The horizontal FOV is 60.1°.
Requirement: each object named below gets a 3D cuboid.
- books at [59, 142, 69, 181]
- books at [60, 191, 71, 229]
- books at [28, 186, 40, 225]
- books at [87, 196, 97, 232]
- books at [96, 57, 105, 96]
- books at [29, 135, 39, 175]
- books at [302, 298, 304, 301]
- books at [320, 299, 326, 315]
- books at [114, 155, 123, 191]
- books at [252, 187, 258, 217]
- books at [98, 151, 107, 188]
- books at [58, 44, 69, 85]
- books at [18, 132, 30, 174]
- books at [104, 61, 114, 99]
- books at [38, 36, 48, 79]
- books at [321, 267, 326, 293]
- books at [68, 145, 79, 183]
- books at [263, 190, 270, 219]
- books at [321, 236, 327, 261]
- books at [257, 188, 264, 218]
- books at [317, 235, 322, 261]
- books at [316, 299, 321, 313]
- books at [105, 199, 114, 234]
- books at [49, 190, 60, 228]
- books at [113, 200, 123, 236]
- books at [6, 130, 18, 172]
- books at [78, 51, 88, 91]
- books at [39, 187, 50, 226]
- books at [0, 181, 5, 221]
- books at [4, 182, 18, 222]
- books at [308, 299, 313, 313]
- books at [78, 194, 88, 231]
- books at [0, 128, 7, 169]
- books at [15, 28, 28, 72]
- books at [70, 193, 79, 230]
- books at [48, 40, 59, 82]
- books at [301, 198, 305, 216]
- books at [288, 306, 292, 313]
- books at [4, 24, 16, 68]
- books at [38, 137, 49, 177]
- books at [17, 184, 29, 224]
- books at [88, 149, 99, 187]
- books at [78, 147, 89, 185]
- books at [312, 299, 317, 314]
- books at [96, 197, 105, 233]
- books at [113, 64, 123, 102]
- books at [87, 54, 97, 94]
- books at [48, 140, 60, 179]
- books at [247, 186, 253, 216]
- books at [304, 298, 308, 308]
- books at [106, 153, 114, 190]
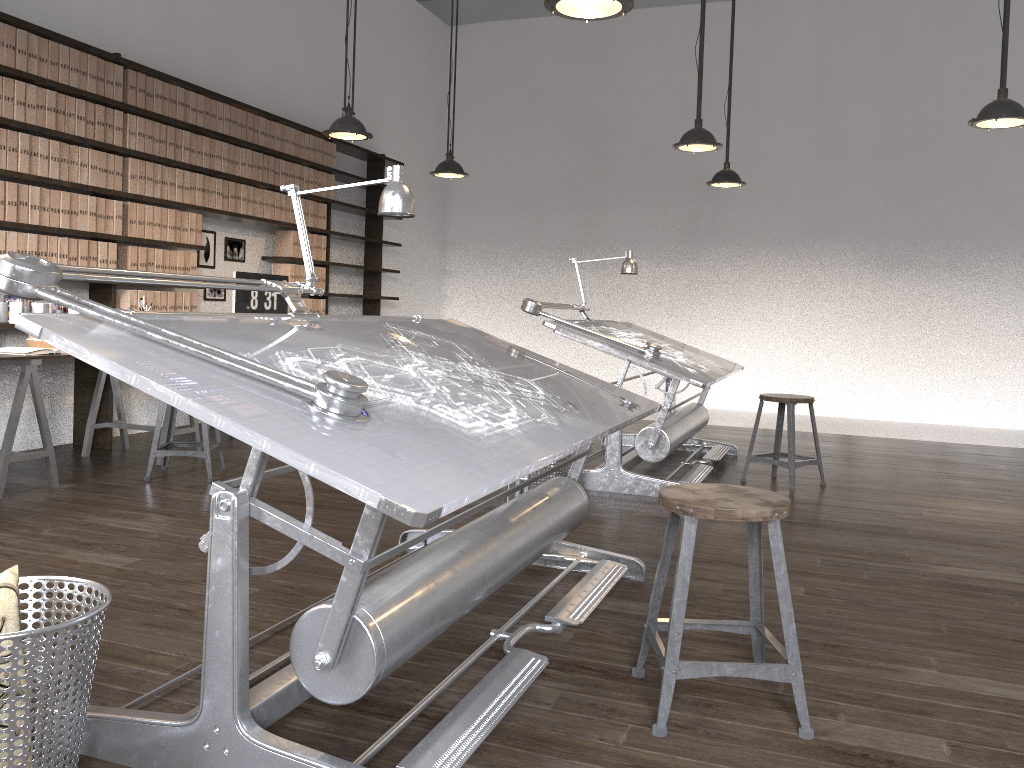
[{"bbox_3d":[-2.657,-1.279,5.126,0.175,0.225,0.067,3,2,20],"label":"books"},{"bbox_3d":[-2.658,-1.003,5.144,0.175,0.225,0.067,3,2,20],"label":"books"},{"bbox_3d":[-2.731,-0.990,4.948,0.174,0.225,0.067,3,2,20],"label":"books"},{"bbox_3d":[-2.592,-1.016,5.329,0.175,0.225,0.067,3,2,20],"label":"books"},{"bbox_3d":[-2.552,-1.846,5.349,0.175,0.225,0.067,3,2,20],"label":"books"},{"bbox_3d":[-2.727,-1.267,4.933,0.175,0.225,0.067,3,2,20],"label":"books"},{"bbox_3d":[-1.848,-0.612,7.452,0.175,0.225,0.067,3,2,20],"label":"books"},{"bbox_3d":[-1.729,-0.632,7.765,0.175,0.225,0.067,3,2,20],"label":"books"},{"bbox_3d":[-2.517,-1.305,5.513,0.175,0.225,0.067,3,2,20],"label":"books"},{"bbox_3d":[-2.046,-1.398,6.811,0.174,0.225,0.067,3,2,20],"label":"books"},{"bbox_3d":[-2.557,-1.296,5.386,0.175,0.225,0.067,3,2,20],"label":"books"},{"bbox_3d":[-2.640,-1.829,5.094,0.175,0.225,0.067,3,2,20],"label":"books"},{"bbox_3d":[-2.746,-1.262,4.868,0.175,0.225,0.067,3,2,20],"label":"books"},{"bbox_3d":[-2.528,-1.851,5.416,0.174,0.225,0.067,3,2,20],"label":"books"},{"bbox_3d":[-2.693,-1.821,4.964,0.174,0.225,0.067,3,2,20],"label":"books"},{"bbox_3d":[-1.725,-0.909,7.757,0.175,0.225,0.067,3,2,20],"label":"books"},{"bbox_3d":[-2.635,-1.284,5.192,0.174,0.225,0.067,3,2,20],"label":"books"},{"bbox_3d":[-1.994,-1.407,6.946,0.175,0.225,0.067,3,2,20],"label":"books"},{"bbox_3d":[-1.717,-1.183,7.743,0.175,0.225,0.067,3,2,20],"label":"books"},{"bbox_3d":[-2.020,-1.402,6.876,0.175,0.225,0.067,3,2,20],"label":"books"},{"bbox_3d":[-1.745,-1.178,7.672,0.175,0.225,0.067,3,2,20],"label":"books"},{"bbox_3d":[-1.758,-0.629,7.706,0.174,0.225,0.067,3,2,20],"label":"books"},{"bbox_3d":[-2.549,-1.025,5.462,0.174,0.225,0.067,3,2,20],"label":"books"},{"bbox_3d":[-2.686,-1.000,5.083,0.175,0.225,0.067,3,2,20],"label":"books"},{"bbox_3d":[-2.521,-1.028,5.521,0.175,0.225,0.067,3,2,20],"label":"books"},{"bbox_3d":[-2.774,-1.258,4.807,0.175,0.225,0.067,3,2,20],"label":"books"},{"bbox_3d":[-2.597,-1.838,5.222,0.175,0.225,0.067,3,2,20],"label":"books"},{"bbox_3d":[-2.711,-0.995,5.016,0.174,0.225,0.067,3,2,20],"label":"books"},{"bbox_3d":[-2.811,-0.977,4.743,0.175,0.225,0.067,3,2,20],"label":"books"},{"bbox_3d":[-2.780,-0.981,4.811,0.175,0.225,0.067,3,2,20],"label":"books"},{"bbox_3d":[-1.800,-0.619,7.572,0.175,0.225,0.067,3,2,20],"label":"books"},{"bbox_3d":[-2.616,-1.012,5.267,0.175,0.225,0.067,3,2,20],"label":"books"},{"bbox_3d":[-2.798,-1.254,4.741,0.174,0.225,0.067,3,2,20],"label":"books"},{"bbox_3d":[-2.735,-1.811,4.828,0.175,0.225,0.067,3,2,20],"label":"books"},{"bbox_3d":[-2.639,-1.008,5.208,0.175,0.225,0.067,3,2,20],"label":"books"},{"bbox_3d":[-2.668,-1.825,5.029,0.175,0.225,0.067,3,2,20],"label":"books"},{"bbox_3d":[-1.825,-1.437,7.406,0.175,0.225,0.067,3,2,20],"label":"books"},{"bbox_3d":[-1.895,-0.603,7.326,0.175,0.225,0.067,3,2,20],"label":"books"},{"bbox_3d":[-2.760,-1.807,4.760,0.175,0.225,0.067,3,2,20],"label":"books"},{"bbox_3d":[-2.704,-1.270,4.991,0.175,0.225,0.067,3,2,20],"label":"books"},{"bbox_3d":[-2.760,-0.986,4.883,0.175,0.225,0.067,3,2,20],"label":"books"},{"bbox_3d":[-2.580,-1.292,5.324,0.175,0.225,0.067,3,2,20],"label":"books"},{"bbox_3d":[-2.608,-1.288,5.257,0.174,0.225,0.067,3,2,20],"label":"books"},{"bbox_3d":[-1.780,-0.624,7.640,0.175,0.225,0.067,3,2,20],"label":"books"},{"bbox_3d":[-2.572,-1.020,5.396,0.175,0.225,0.067,3,2,20],"label":"books"},{"bbox_3d":[-2.500,-1.855,5.481,0.174,0.225,0.067,3,2,20],"label":"books"},{"bbox_3d":[-2.570,-1.842,5.284,0.175,0.225,0.067,3,2,20],"label":"books"},{"bbox_3d":[-2.678,-1.275,5.059,0.175,0.225,0.067,3,2,20],"label":"books"},{"bbox_3d":[-2.066,-1.393,6.744,0.174,0.225,0.067,3,2,20],"label":"books"},{"bbox_3d":[-1.825,-0.615,7.511,0.175,0.225,0.067,3,2,20],"label":"books"},{"bbox_3d":[-2.540,-1.301,5.447,0.175,0.225,0.067,3,2,20],"label":"books"}]
